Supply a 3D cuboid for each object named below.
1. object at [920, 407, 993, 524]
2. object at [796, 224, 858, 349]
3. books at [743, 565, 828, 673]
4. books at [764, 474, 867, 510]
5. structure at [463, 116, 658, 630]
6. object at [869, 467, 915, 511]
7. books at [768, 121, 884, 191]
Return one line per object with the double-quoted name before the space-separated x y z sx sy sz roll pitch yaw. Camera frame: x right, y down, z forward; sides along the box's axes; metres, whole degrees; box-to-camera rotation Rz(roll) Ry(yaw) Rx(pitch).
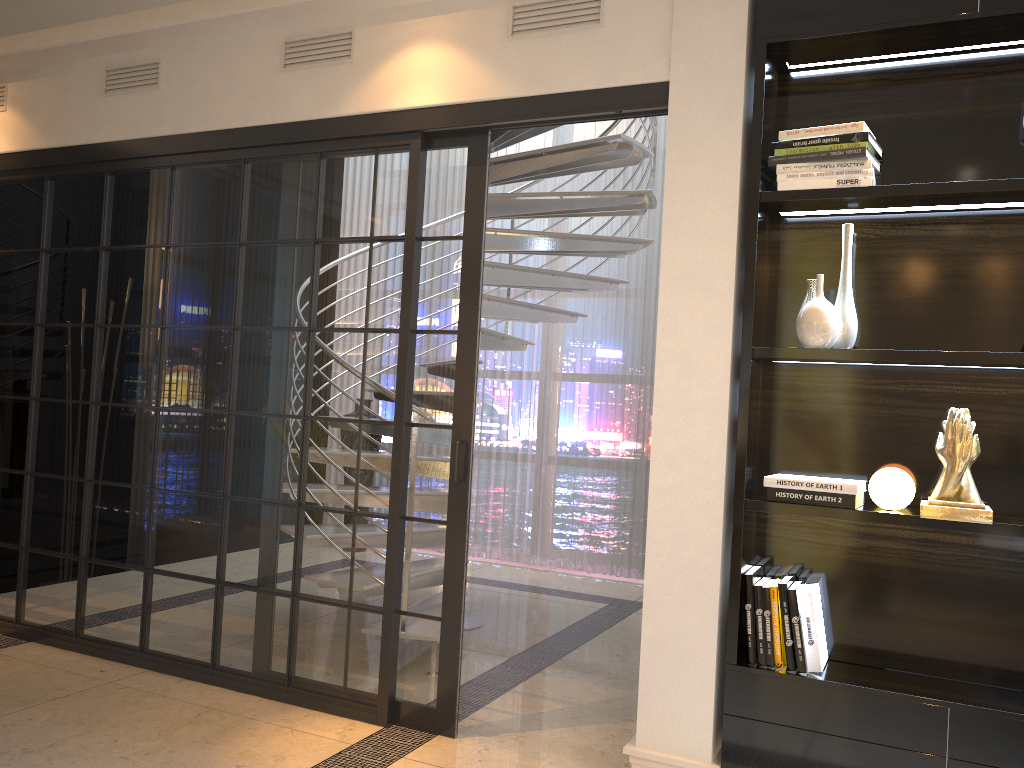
"object" 1.255 0.222 2.499 0.177 0.311 0.177 2 -2 25
"object" 0.946 -0.296 2.681 0.180 0.395 0.210 2 -2 28
"books" 0.837 0.714 2.708 0.236 0.270 0.210 3 -2 25
"books" 0.921 0.324 2.692 0.266 0.073 0.209 2 -2 29
"structure" -0.891 -0.815 5.087 3.425 4.134 1.964 2 -2 25
"object" 1.107 0.306 2.586 0.125 0.125 0.125 4 -2 -25
"books" 0.965 -0.666 2.713 0.302 0.188 0.259 2 -2 32
